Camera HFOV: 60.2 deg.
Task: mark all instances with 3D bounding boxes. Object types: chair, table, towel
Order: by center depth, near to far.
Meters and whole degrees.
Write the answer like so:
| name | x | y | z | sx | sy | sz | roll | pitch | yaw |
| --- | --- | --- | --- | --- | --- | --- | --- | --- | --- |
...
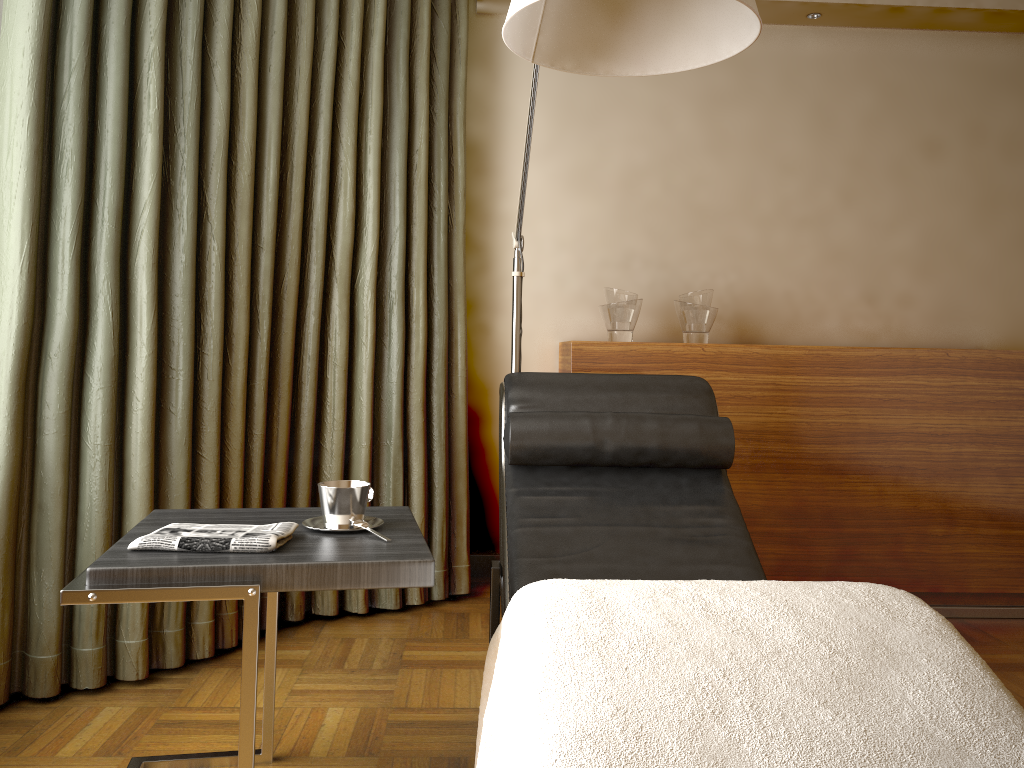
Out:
| name | x | y | z | sx | sy | sz | roll | pitch | yaw |
| --- | --- | --- | --- | --- | --- | --- | --- | --- | --- |
| towel | -0.496 | 0.258 | 1.496 | 0.240 | 0.035 | 0.178 | 1 | 2 | 1 |
| table | -0.424 | 0.288 | 1.595 | 0.517 | 0.045 | 0.499 | 1 | 2 | -11 |
| chair | 0.288 | 0.395 | 1.706 | 0.635 | 0.800 | 1.785 | 1 | 1 | -3 |

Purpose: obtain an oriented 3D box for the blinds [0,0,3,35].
| name | x | y | z | sx | sy | sz | roll | pitch | yaw |
| --- | --- | --- | --- | --- | --- | --- | --- | --- | --- |
| blinds | -1.204 | -0.396 | 1.028 | 0.092 | 2.299 | 2.191 | 1 | -1 | -3 |

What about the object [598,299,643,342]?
| name | x | y | z | sx | sy | sz | roll | pitch | yaw |
| --- | --- | --- | --- | --- | --- | --- | --- | --- | --- |
| object | 0.381 | -0.224 | 3.107 | 0.155 | 0.155 | 0.155 | 0 | -1 | 44 |

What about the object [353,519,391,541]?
| name | x | y | z | sx | sy | sz | roll | pitch | yaw |
| --- | --- | --- | --- | --- | --- | --- | --- | --- | --- |
| object | -0.249 | 0.259 | 1.569 | 0.029 | 0.019 | 0.123 | 1 | 2 | -34 |

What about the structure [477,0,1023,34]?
| name | x | y | z | sx | sy | sz | roll | pitch | yaw |
| --- | --- | --- | --- | --- | --- | --- | --- | --- | --- |
| structure | 0.957 | -1.478 | 3.383 | 2.178 | 0.131 | 0.273 | 1 | 1 | -3 |

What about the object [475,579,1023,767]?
| name | x | y | z | sx | sy | sz | roll | pitch | yaw |
| --- | --- | --- | --- | --- | --- | --- | --- | --- | --- |
| object | 0.293 | 0.562 | 1.170 | 0.917 | 0.522 | 0.907 | 1 | 1 | -2 |

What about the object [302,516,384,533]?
| name | x | y | z | sx | sy | sz | roll | pitch | yaw |
| --- | --- | --- | --- | --- | --- | --- | --- | --- | --- |
| object | -0.315 | 0.262 | 1.646 | 0.150 | 0.009 | 0.150 | 1 | 2 | 3 |

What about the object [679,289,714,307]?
| name | x | y | z | sx | sy | sz | roll | pitch | yaw |
| --- | --- | --- | --- | --- | --- | --- | --- | --- | --- |
| object | 0.650 | -0.258 | 3.120 | 0.122 | 0.150 | 0.122 | 2 | -1 | -23 |

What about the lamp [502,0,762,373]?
| name | x | y | z | sx | sy | sz | roll | pitch | yaw |
| --- | --- | --- | --- | --- | --- | --- | --- | --- | --- |
| lamp | 0.207 | -0.158 | 2.014 | 0.452 | 1.975 | 1.410 | 1 | -2 | 1 |

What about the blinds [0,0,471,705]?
| name | x | y | z | sx | sy | sz | roll | pitch | yaw |
| --- | --- | --- | --- | --- | --- | --- | --- | --- | --- |
| blinds | -0.704 | -0.500 | 2.639 | 0.224 | 2.463 | 1.528 | -2 | -3 | 42 |

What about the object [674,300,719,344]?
| name | x | y | z | sx | sy | sz | roll | pitch | yaw |
| --- | --- | --- | --- | --- | --- | --- | --- | --- | --- |
| object | 0.649 | -0.219 | 3.118 | 0.155 | 0.155 | 0.155 | 1 | -1 | -12 |

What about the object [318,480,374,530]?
| name | x | y | z | sx | sy | sz | roll | pitch | yaw |
| --- | --- | --- | --- | --- | --- | --- | --- | --- | --- |
| object | -0.314 | 0.225 | 1.655 | 0.098 | 0.079 | 0.110 | 1 | 0 | -1 |

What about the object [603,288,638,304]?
| name | x | y | z | sx | sy | sz | roll | pitch | yaw |
| --- | --- | --- | --- | --- | --- | --- | --- | --- | --- |
| object | 0.382 | -0.263 | 3.109 | 0.122 | 0.150 | 0.122 | 2 | -1 | -21 |

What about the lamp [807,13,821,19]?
| name | x | y | z | sx | sy | sz | roll | pitch | yaw |
| --- | --- | --- | --- | --- | --- | --- | --- | --- | --- |
| lamp | 0.602 | -1.430 | 3.354 | 1.157 | 0.028 | 0.050 | 1 | 1 | -3 |

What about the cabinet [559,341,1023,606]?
| name | x | y | z | sx | sy | sz | roll | pitch | yaw |
| --- | --- | --- | --- | --- | --- | --- | --- | --- | --- |
| cabinet | 1.015 | 0.298 | 3.149 | 1.673 | 0.866 | 0.414 | 1 | -2 | -3 |
